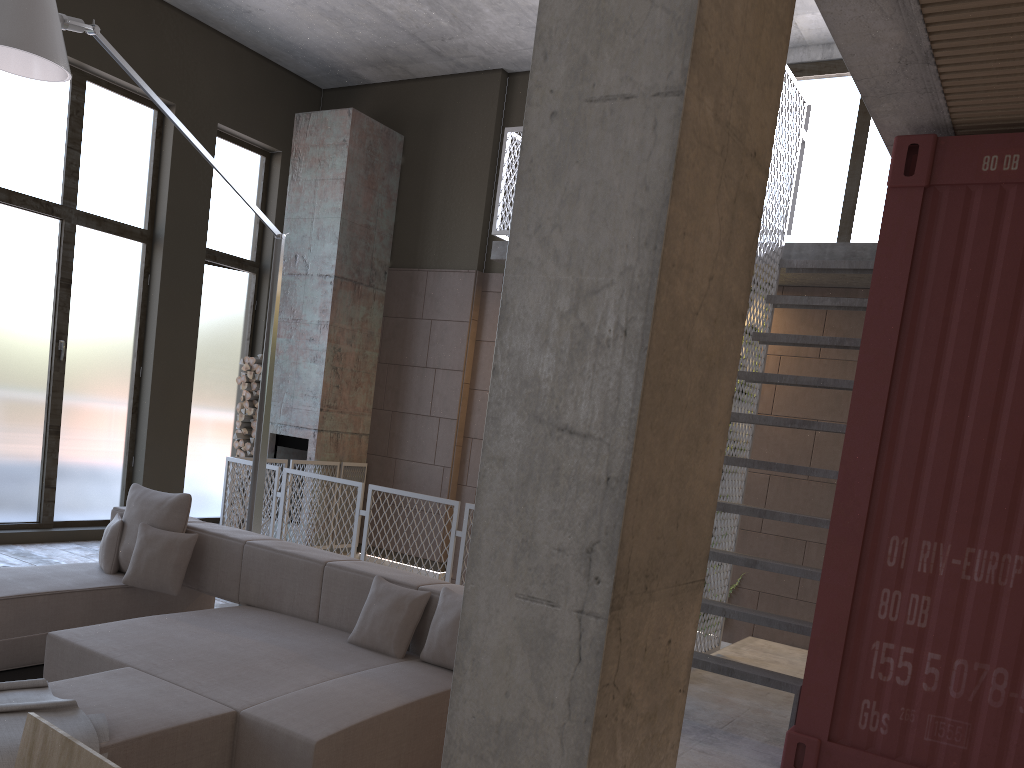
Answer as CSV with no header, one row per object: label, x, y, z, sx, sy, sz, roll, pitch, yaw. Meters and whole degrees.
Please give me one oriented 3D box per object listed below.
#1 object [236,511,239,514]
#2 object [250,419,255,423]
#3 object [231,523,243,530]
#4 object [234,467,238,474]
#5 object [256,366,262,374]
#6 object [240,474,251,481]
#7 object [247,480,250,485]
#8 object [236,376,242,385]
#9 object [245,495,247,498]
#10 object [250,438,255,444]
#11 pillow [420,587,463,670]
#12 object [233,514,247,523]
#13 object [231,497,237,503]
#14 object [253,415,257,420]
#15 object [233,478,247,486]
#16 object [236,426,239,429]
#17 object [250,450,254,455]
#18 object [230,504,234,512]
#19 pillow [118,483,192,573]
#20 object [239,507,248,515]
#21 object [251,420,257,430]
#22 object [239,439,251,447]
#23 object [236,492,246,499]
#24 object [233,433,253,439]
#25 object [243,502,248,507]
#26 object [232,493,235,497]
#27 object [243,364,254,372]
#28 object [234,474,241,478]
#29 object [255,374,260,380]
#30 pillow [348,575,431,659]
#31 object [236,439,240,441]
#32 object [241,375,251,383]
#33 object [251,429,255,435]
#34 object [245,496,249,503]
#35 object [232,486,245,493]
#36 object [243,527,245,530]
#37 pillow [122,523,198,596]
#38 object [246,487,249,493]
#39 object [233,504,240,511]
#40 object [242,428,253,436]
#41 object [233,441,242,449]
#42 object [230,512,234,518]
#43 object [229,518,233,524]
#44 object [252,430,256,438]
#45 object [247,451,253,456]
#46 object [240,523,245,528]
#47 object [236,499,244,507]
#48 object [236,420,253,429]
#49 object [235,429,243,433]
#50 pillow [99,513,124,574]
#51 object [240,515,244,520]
object,-2.958,1.441,9.869,0.088,0.057,0.334,7,-2,31
object,-2.751,0.421,9.749,0.063,0.075,0.361,9,-1,34
object,-2.981,1.618,9.939,0.091,0.094,0.439,9,-1,31
object,-2.974,0.976,9.938,0.079,0.108,0.438,9,-1,32
object,-2.609,-0.129,9.616,0.092,0.094,0.439,9,-1,31
object,-2.838,1.042,9.806,0.113,0.080,0.437,8,-2,31
object,-2.802,1.099,9.765,0.088,0.057,0.334,7,-2,33
object,-2.875,-0.016,9.774,0.090,0.093,0.439,9,-1,31
object,-2.827,1.262,9.867,0.100,0.087,0.364,8,-1,33
object,-2.729,0.642,9.754,0.066,0.068,0.425,9,-1,33
pillow,-0.254,1.150,4.100,0.358,0.370,0.188,9,4,37
object,-2.988,1.512,9.854,0.097,0.108,0.295,9,-1,33
object,-3.004,1.306,9.835,0.070,0.073,0.425,9,-1,33
object,-2.708,0.384,9.691,0.088,0.057,0.334,7,-2,33
object,-2.916,1.107,9.828,0.092,0.084,0.482,8,-2,31
object,-2.916,0.486,9.879,0.066,0.072,0.425,9,-1,33
object,-2.720,0.769,9.733,0.120,0.068,0.365,7,-2,33
object,-3.033,1.409,9.973,0.090,0.093,0.439,9,-1,33
pillow,-2.156,0.888,5.221,0.557,0.563,0.221,9,5,33
object,-2.862,1.421,9.833,0.090,0.090,0.457,8,-1,30
object,-2.730,0.457,9.670,0.097,0.108,0.295,9,-1,31
object,-2.860,0.673,9.855,0.090,0.090,0.457,9,-1,33
object,-2.920,1.264,9.911,0.113,0.080,0.437,8,-2,33
object,-2.911,0.591,9.762,0.070,0.073,0.425,9,-1,33
object,-2.822,1.357,9.828,0.066,0.068,0.425,9,-1,33
object,-3.024,1.266,9.931,0.120,0.068,0.365,7,-2,31
object,-2.766,-0.158,9.694,0.111,0.080,0.437,8,-2,31
object,-2.992,1.077,9.964,0.069,0.119,0.366,10,0,32
object,-2.649,-0.052,9.650,0.066,0.067,0.425,9,-2,31
pillow,-0.600,1.149,4.289,0.366,0.362,0.187,8,4,31
object,-2.922,0.627,9.867,0.066,0.086,0.427,9,-1,35
object,-2.801,-0.033,9.723,0.090,0.090,0.457,9,-1,31
object,-2.734,0.547,9.793,0.100,0.087,0.364,8,-1,33
object,-2.777,1.281,9.806,0.091,0.094,0.439,9,-1,33
object,-2.972,1.183,9.895,0.090,0.090,0.457,9,-1,34
object,-2.822,1.632,9.859,0.113,0.080,0.437,8,-2,31
pillow,-2.006,1.002,5.009,0.376,0.376,0.167,8,4,5
object,-2.823,1.172,9.744,0.097,0.108,0.295,9,-1,31
object,-2.953,1.388,9.929,0.090,0.090,0.457,9,-1,33
object,-2.827,0.549,9.837,0.113,0.080,0.437,8,-2,33
object,-2.939,0.695,9.900,0.090,0.093,0.439,9,-1,33
object,-3.043,1.499,9.939,0.100,0.103,0.294,9,-1,33
object,-3.078,1.540,9.863,0.045,0.073,0.252,10,-1,31
object,-2.684,0.566,9.732,0.091,0.094,0.439,9,-1,33
object,-2.805,0.773,9.790,0.064,0.075,0.361,9,-1,31
object,-2.900,1.612,9.920,0.100,0.087,0.364,8,-2,31
object,-2.886,1.340,9.864,0.092,0.084,0.482,8,-2,33
object,-2.878,0.468,9.821,0.090,0.090,0.457,9,-1,34
object,-2.931,0.552,9.857,0.120,0.068,0.365,7,-2,31
pillow,-2.436,0.986,5.359,0.152,0.380,0.364,5,3,-25
object,-2.898,1.488,9.864,0.064,0.075,0.361,9,-1,31
